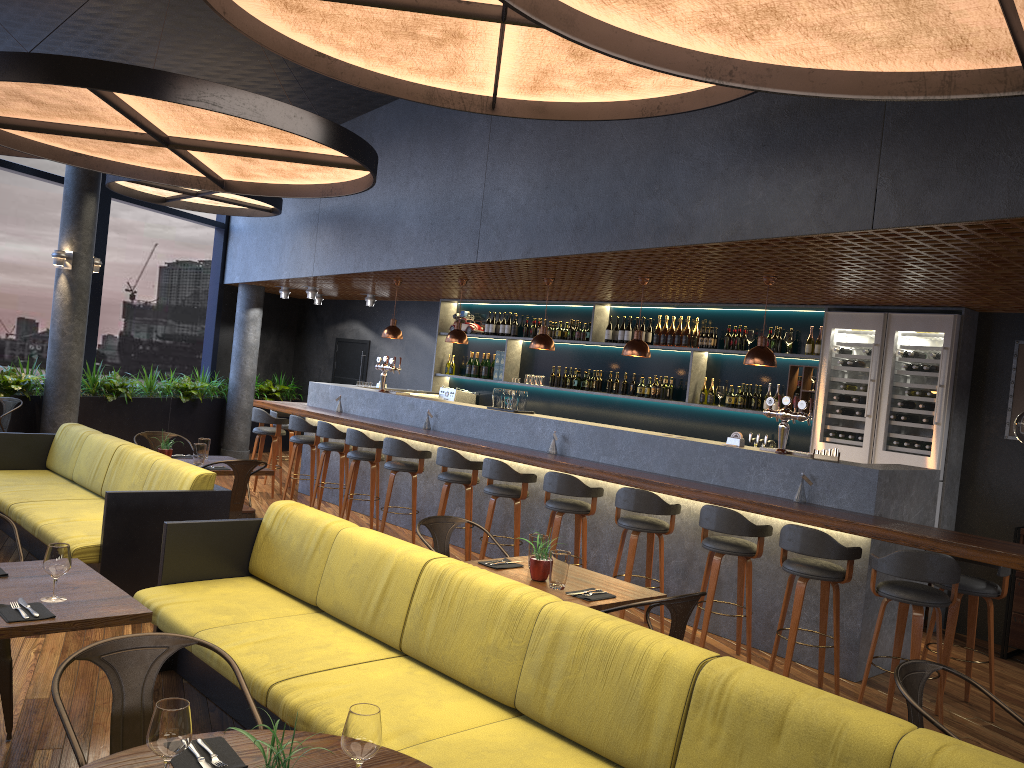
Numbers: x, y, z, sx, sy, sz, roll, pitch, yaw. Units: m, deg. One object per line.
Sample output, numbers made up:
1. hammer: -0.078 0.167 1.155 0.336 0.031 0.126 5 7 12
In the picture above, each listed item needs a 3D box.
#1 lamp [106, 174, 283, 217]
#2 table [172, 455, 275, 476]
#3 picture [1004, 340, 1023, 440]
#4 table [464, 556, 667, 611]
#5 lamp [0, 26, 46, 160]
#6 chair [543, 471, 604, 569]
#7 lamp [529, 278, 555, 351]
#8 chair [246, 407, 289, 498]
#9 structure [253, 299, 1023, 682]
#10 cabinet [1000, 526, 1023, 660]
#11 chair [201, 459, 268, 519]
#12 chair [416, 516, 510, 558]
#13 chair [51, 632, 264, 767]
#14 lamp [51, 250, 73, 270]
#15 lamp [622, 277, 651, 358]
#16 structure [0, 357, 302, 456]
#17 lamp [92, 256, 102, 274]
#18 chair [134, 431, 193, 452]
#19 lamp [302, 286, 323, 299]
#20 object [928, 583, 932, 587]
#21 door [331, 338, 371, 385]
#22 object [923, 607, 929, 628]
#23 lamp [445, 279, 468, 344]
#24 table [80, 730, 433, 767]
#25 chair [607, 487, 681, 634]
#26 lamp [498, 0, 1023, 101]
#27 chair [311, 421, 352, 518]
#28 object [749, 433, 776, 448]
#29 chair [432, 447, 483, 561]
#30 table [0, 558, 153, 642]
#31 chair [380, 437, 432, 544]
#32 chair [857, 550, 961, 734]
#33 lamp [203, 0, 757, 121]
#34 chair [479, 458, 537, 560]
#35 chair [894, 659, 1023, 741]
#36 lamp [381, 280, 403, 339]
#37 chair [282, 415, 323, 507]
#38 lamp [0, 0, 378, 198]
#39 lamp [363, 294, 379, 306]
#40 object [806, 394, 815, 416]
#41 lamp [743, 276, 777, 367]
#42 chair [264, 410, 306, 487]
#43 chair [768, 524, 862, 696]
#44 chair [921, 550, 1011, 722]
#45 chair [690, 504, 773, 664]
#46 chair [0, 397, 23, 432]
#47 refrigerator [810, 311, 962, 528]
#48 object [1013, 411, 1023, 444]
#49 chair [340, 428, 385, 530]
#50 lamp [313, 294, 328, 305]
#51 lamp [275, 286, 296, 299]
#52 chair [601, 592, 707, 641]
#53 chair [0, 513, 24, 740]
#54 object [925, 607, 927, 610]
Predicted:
1. lamp: -3.709 -2.734 10.575 1.979 1.093 1.979 6 1 11
2. table: -2.644 1.036 7.404 0.906 0.763 0.887 5 1 -43
3. picture: 4.418 0.087 6.862 0.028 0.809 1.039 5 1 -43
4. table: 0.104 1.363 4.455 0.887 0.763 0.906 5 1 -43
5. lamp: -4.653 -2.727 7.090 2.778 1.159 2.778 6 1 -7
6. chair: 0.447 1.220 7.050 0.483 1.048 0.438 6 1 8
7. lamp: 0.322 -0.664 8.453 0.250 0.673 0.250 6 1 -10
8. chair: -2.931 0.818 10.672 0.483 1.048 0.438 6 1 19
9. structure: 0.892 0.416 8.670 2.700 2.700 9.298 5 1 -43
10. cabinet: 4.116 1.631 6.708 0.473 1.007 0.553 5 1 -43
11. chair: -2.234 1.006 6.907 0.504 0.917 0.541 5 1 -42
12. chair: -0.291 1.236 4.925 0.504 0.917 0.541 5 1 -42
13. chair: -0.967 1.199 2.373 0.504 0.917 0.541 5 1 -42
14. lamp: -5.362 -1.483 10.508 0.215 0.215 0.189 6 1 8
15. lamp: 1.100 -0.572 7.605 0.250 0.673 0.250 6 1 -10
16. structure: -6.803 0.258 8.584 0.808 1.413 17.112 6 1 22
17. lamp: -5.210 -1.475 11.051 0.215 0.215 0.189 6 1 26
18. chair: -3.085 0.904 7.835 0.504 0.917 0.541 5 1 -42
19. lamp: -2.896 -1.322 12.818 0.228 0.172 0.228 5 1 -43
20. object: 3.369 1.715 7.635 0.277 0.206 0.416 5 1 -40
21. door: -2.700 0.285 14.557 0.137 2.056 1.012 5 1 -43
22. object: 3.336 1.939 7.628 0.416 0.206 0.277 7 1 40
23. lamp: -0.553 -0.769 9.406 0.250 0.673 0.250 6 1 -10
24. table: -0.583 1.325 1.900 1.007 0.760 1.007 6 1 -5
25. chair: 0.938 1.278 6.546 0.438 1.048 0.483 6 1 -28
26. lamp: 1.181 -1.872 2.157 2.778 1.475 2.778 5 1 -39
27. chair: -1.933 0.936 9.668 0.483 1.048 0.438 6 1 19
28. object: 2.460 0.739 8.753 0.204 0.492 0.310 5 1 -43
29. chair: -0.499 1.107 8.102 0.483 1.048 0.438 6 1 19
30. table: -2.001 1.158 3.313 0.906 0.763 0.887 5 1 -43
31. chair: -1.068 1.041 8.552 0.438 1.048 0.483 6 1 -23
32. chair: 2.241 1.434 5.052 0.483 1.048 0.438 7 1 39
33. lamp: 0.018 -2.197 4.052 2.778 1.159 2.778 6 1 7
34. chair: -0.078 1.158 7.563 0.438 1.048 0.483 6 1 -14
35. chair: 1.516 1.452 2.933 0.504 0.917 0.541 5 1 -42
36. lamp: -1.357 -0.865 10.282 0.250 0.673 0.250 7 1 35
37. chair: -2.344 0.887 10.098 0.483 1.048 0.438 6 1 19
38. lamp: -2.227 -2.279 5.903 2.778 1.475 2.778 6 1 12
39. lamp: -2.098 -1.242 13.145 0.228 0.172 0.228 5 1 -43
40. object: 2.823 0.196 8.358 0.097 0.206 0.097 6 1 -3
41. lamp: 1.914 -0.474 6.718 0.250 0.673 0.250 6 1 -10
42. chair: -2.973 0.800 11.659 0.483 1.048 0.438 6 1 -14
43. chair: 1.836 1.386 5.478 0.438 1.048 0.483 6 1 -14
44. chair: 2.769 1.484 5.490 0.483 1.048 0.438 6 1 19
45. chair: 1.466 1.341 5.979 0.483 1.048 0.438 6 1 19
46. chair: -5.704 0.605 9.684 0.504 0.917 0.541 6 1 12
47. refrigerator: 3.264 0.443 7.797 0.454 2.109 1.159 5 1 -43
48. object: 2.991 0.462 4.777 0.566 0.944 0.263 7 1 40
49. chair: -1.528 0.985 9.114 0.438 1.048 0.483 6 1 -14
50. lamp: -3.116 -1.364 14.254 0.228 0.172 0.228 5 1 -43
51. lamp: -3.446 -1.387 13.443 0.228 0.172 0.228 5 1 -43
52. chair: 0.548 1.336 4.010 0.504 0.917 0.541 5 1 -42
53. chair: -2.427 1.027 3.824 0.504 0.917 0.541 5 1 -42
54. object: 3.529 1.940 7.596 0.056 0.205 0.057 6 1 12
